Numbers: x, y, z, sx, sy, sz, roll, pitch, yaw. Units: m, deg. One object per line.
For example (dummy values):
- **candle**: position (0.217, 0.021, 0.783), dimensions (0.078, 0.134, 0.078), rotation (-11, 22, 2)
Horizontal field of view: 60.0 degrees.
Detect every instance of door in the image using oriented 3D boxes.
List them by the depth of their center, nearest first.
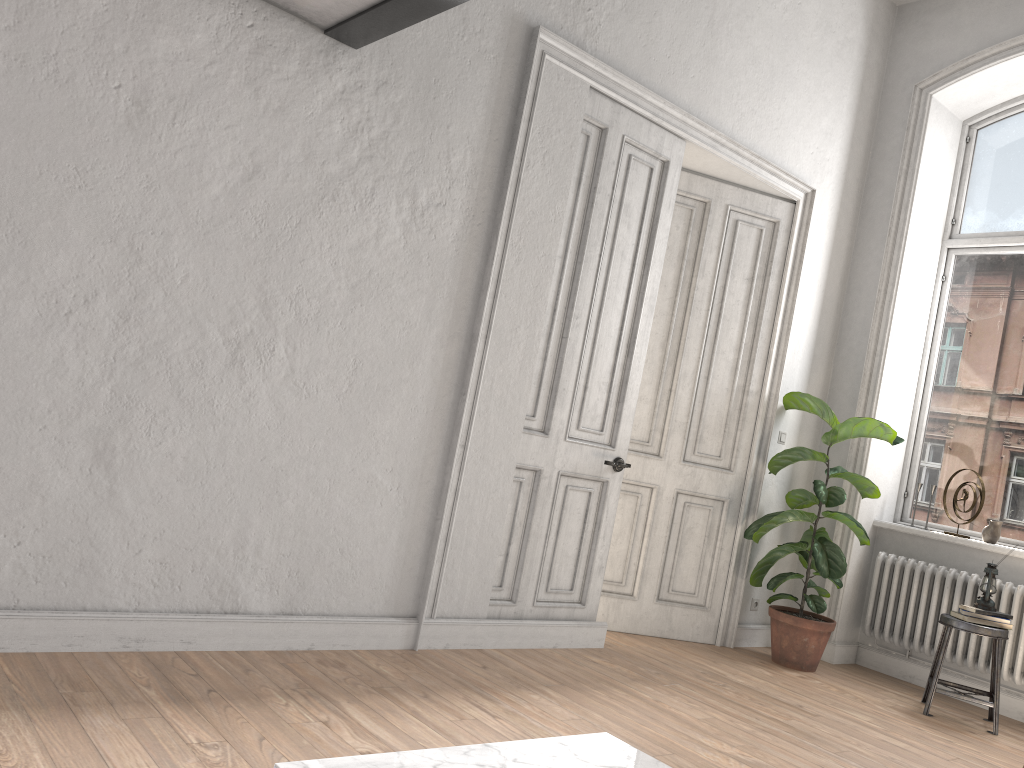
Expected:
- **door**: position (0.267, -0.070, 4.540), dimensions (1.098, 2.813, 0.216), rotation (13, -3, -38)
- **door**: position (1.042, 0.129, 5.401), dimensions (1.097, 2.813, 0.216), rotation (12, -3, -14)

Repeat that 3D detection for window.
- **window**: position (3.439, -0.427, 5.367), dimensions (0.013, 2.842, 1.621), rotation (13, -3, -39)

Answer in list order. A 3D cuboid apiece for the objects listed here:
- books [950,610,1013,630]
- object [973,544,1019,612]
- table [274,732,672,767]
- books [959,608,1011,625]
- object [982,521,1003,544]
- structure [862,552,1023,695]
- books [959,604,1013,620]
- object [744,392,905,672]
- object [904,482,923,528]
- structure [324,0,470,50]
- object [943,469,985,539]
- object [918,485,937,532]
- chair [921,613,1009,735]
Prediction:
- **books**: position (2.542, 1.279, 4.806), dimensions (0.246, 0.034, 0.194), rotation (11, -3, 1)
- **object**: position (2.630, 1.040, 4.819), dimensions (0.163, 0.383, 0.154), rotation (10, -3, 25)
- **table**: position (0.130, 0.972, 1.493), dimensions (0.850, 0.392, 0.849), rotation (13, -4, -39)
- **books**: position (2.556, 1.255, 4.800), dimensions (0.232, 0.029, 0.163), rotation (10, -3, 22)
- **object**: position (2.892, 0.890, 5.346), dimensions (0.100, 0.142, 0.102), rotation (10, -3, 26)
- **structure**: position (4.214, -0.186, 3.717), dimensions (0.340, 4.472, 5.179), rotation (13, -4, -39)
- **books**: position (2.562, 1.233, 4.800), dimensions (0.221, 0.027, 0.147), rotation (11, -3, -7)
- **object**: position (3.266, 0.944, 3.246), dimensions (0.792, 1.841, 5.824), rotation (13, -4, -34)
- **object**: position (2.624, 0.786, 5.763), dimensions (0.095, 0.288, 0.095), rotation (11, -3, -7)
- **structure**: position (-0.236, -2.092, 0.018), dimensions (4.162, 1.212, 5.923), rotation (14, -4, -39)
- **object**: position (2.801, 0.737, 5.504), dimensions (0.087, 0.425, 0.347), rotation (11, -3, -7)
- **object**: position (2.654, 0.785, 5.636), dimensions (0.095, 0.288, 0.095), rotation (12, -3, -16)
- **chair**: position (2.453, 1.541, 4.786), dimensions (0.363, 0.522, 0.360), rotation (10, -3, 25)
